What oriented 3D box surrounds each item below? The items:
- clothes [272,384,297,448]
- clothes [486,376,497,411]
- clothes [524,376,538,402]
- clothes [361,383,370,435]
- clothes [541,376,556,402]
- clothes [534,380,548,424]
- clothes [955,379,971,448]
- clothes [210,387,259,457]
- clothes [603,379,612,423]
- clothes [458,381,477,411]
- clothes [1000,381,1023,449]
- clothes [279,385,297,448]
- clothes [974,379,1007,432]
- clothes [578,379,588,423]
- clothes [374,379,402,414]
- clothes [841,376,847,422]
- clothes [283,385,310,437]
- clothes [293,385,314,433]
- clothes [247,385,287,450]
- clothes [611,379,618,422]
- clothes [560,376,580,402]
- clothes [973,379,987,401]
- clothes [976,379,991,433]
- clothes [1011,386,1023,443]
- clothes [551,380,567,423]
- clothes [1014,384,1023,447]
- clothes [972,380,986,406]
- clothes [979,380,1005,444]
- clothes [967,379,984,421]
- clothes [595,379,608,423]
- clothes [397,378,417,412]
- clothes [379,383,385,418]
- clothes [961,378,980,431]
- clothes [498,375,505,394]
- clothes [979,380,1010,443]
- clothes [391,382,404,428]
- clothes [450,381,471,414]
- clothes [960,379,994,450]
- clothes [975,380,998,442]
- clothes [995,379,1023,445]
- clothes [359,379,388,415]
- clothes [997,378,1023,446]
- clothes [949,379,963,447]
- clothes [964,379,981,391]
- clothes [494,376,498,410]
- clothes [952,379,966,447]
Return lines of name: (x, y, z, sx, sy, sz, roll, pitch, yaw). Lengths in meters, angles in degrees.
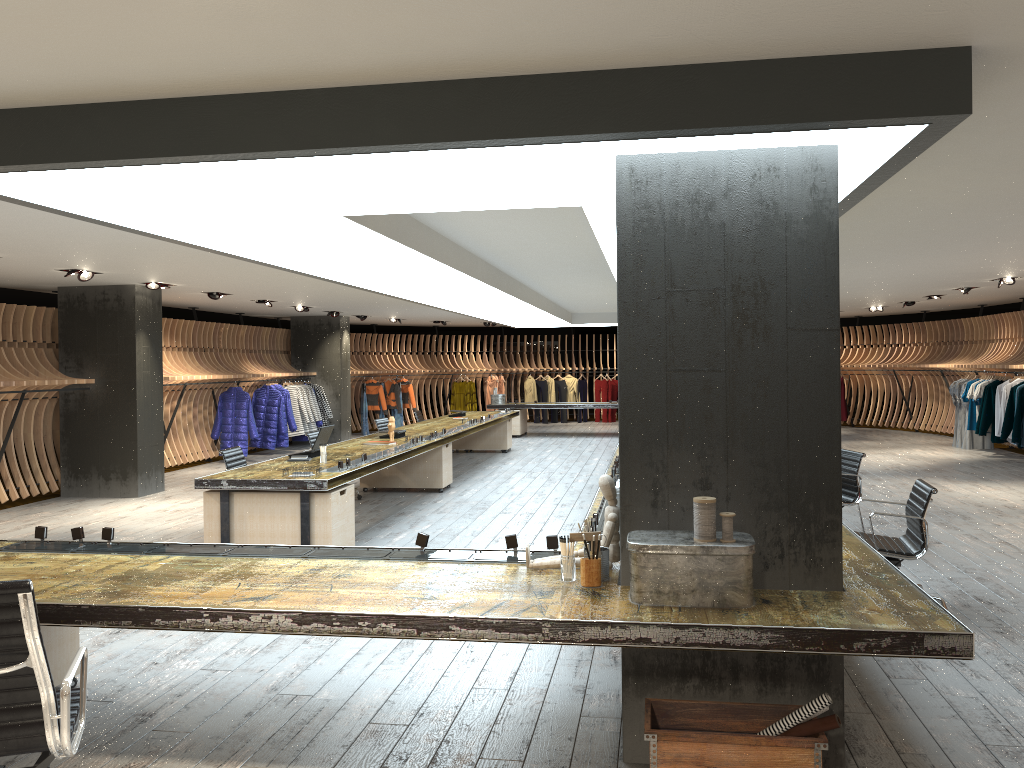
clothes: (-4.593, 0.629, 17.127, 0.883, 1.246, 0.249, -1, 0, 6)
clothes: (-0.558, 0.347, 24.506, 0.447, 1.156, 0.125, 0, 0, 44)
clothes: (0.506, 0.227, 24.891, 0.250, 0.889, 0.705, -1, 1, -30)
clothes: (-3.581, 0.687, 21.625, 0.200, 1.421, 0.309, -1, 0, -14)
clothes: (1.019, 0.218, 25.020, 0.250, 0.889, 0.704, -1, 1, -40)
clothes: (0.815, 0.548, 24.964, 0.539, 1.352, 0.087, 0, 0, 44)
clothes: (8.611, 0.621, 16.497, 0.677, 1.434, 0.204, -1, 0, 24)
clothes: (-4.913, 0.668, 15.625, 0.885, 1.239, 0.245, -1, 0, 6)
clothes: (2.694, 0.525, 25.110, 0.093, 1.337, 0.552, -1, 0, -21)
clothes: (-1.239, 0.427, 24.123, 0.664, 1.044, 0.168, 0, 1, 40)
clothes: (8.223, 0.485, 14.033, 0.913, 1.081, 0.238, -1, 0, 14)
clothes: (-4.643, 0.627, 17.316, 0.885, 1.239, 0.245, -1, 0, 6)
clothes: (8.399, 0.383, 15.329, 0.734, 0.937, 0.164, -1, 0, 13)
clothes: (1.998, 0.525, 25.127, 0.087, 1.352, 0.539, -1, 0, 34)
clothes: (-3.103, 0.314, 22.358, 0.839, 0.881, 0.201, 0, 0, 29)
clothes: (8.023, 0.359, 21.738, 0.444, 1.129, 0.127, -1, 0, -19)
clothes: (-4.410, 0.544, 17.785, 0.752, 1.062, 0.128, -1, 0, 7)
clothes: (-4.373, 0.539, 18.018, 0.752, 1.062, 0.128, -1, 0, 7)
clothes: (-4.771, 0.642, 17.013, 0.880, 1.260, 0.242, -1, 0, 6)
clothes: (2.981, 0.522, 25.080, 0.093, 1.337, 0.551, -1, 0, -41)
clothes: (1.614, 0.206, 25.089, 0.704, 0.889, 0.250, 0, 0, 30)
clothes: (8.499, 0.375, 15.581, 0.742, 0.938, 0.162, -1, 0, 3)
clothes: (8.443, 0.393, 15.511, 0.742, 0.950, 0.168, -1, 0, -7)
clothes: (8.174, 0.493, 13.680, 0.913, 1.081, 0.238, -1, 0, 9)
clothes: (1.324, 0.539, 25.055, 0.539, 1.352, 0.087, 0, 0, 34)
clothes: (8.199, 0.462, 13.802, 0.715, 1.088, 0.257, -1, 0, 5)
clothes: (8.523, 0.388, 15.720, 0.743, 0.960, 0.167, -1, 0, 3)
clothes: (8.372, 0.466, 14.962, 0.913, 1.081, 0.238, -1, 0, 14)
clothes: (8.499, 0.374, 15.776, 0.743, 0.931, 0.158, -1, 0, 13)
clothes: (2.528, 0.527, 25.121, 0.093, 1.337, 0.551, -1, 0, -36)
clothes: (-2.786, 0.297, 22.839, 0.839, 0.881, 0.201, 0, 1, 39)
clothes: (-3.274, 0.671, 22.134, 0.200, 1.421, 0.309, -1, 0, 1)
clothes: (8.466, 0.386, 15.926, 0.738, 0.971, 0.167, -1, 0, 18)
clothes: (-0.299, 0.341, 24.617, 0.125, 1.156, 0.447, -1, 0, -26)
clothes: (8.392, 0.463, 15.047, 0.913, 1.081, 0.238, -1, 0, 9)
clothes: (-2.937, 0.656, 22.625, 0.309, 1.421, 0.200, -1, 0, -19)
clothes: (-1.389, 0.432, 24.018, 0.664, 1.044, 0.168, 0, 1, 40)
clothes: (8.588, 0.624, 16.363, 0.677, 1.434, 0.204, -1, 0, -6)
clothes: (8.405, 0.461, 15.169, 0.913, 1.081, 0.238, -1, 0, 9)
clothes: (8.332, 0.454, 14.546, 0.733, 1.106, 0.165, -1, 0, 14)
clothes: (-3.457, 0.326, 21.917, 0.839, 0.881, 0.201, 0, 0, 24)
clothes: (8.245, 0.459, 14.367, 0.733, 1.106, 0.165, -1, 0, 9)
clothes: (8.655, 0.614, 16.774, 0.677, 1.434, 0.204, -1, 0, 24)
clothes: (8.537, 0.368, 16.013, 0.743, 0.931, 0.158, 0, 0, 33)
clothes: (-0.452, 0.344, 24.556, 0.125, 1.156, 0.447, -1, 0, -21)
clothes: (8.634, 0.618, 16.635, 0.677, 1.434, 0.204, -1, 0, -1)
